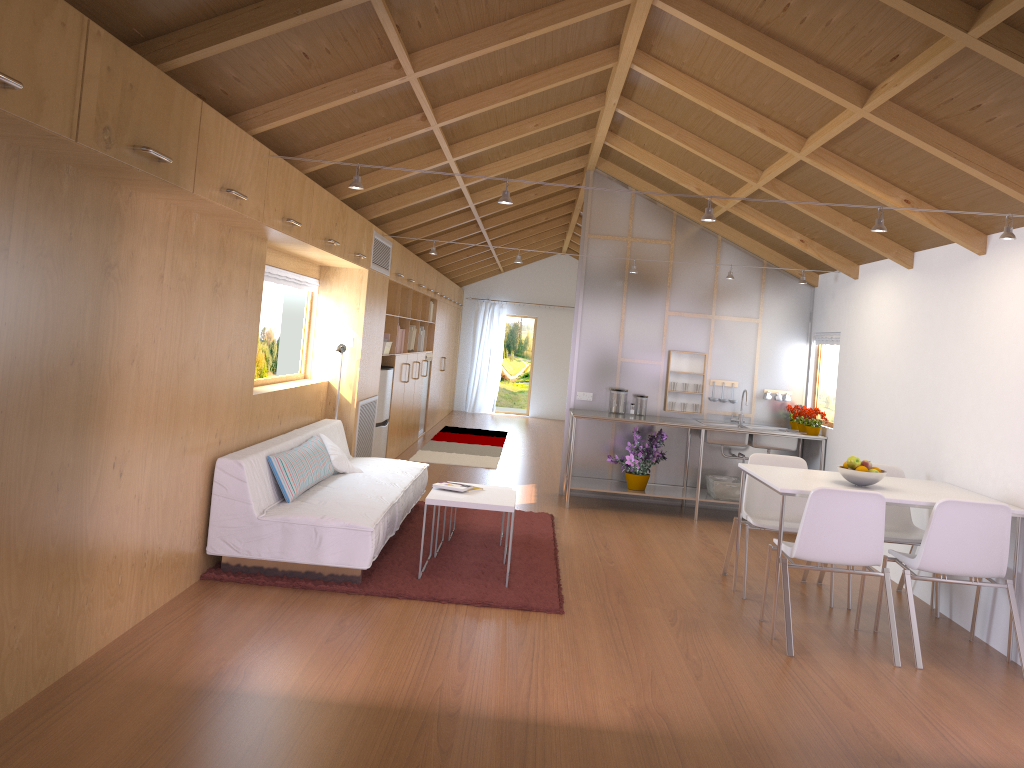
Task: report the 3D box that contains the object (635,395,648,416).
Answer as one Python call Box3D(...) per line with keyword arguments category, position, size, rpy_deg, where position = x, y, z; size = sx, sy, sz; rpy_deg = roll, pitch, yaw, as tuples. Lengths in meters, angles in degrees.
Box3D(category="object", position=(1.151, 0.191, 7.874), size=(0.113, 0.177, 0.113), rpy_deg=(5, 0, 22))

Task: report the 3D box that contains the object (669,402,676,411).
Box3D(category="object", position=(1.435, 0.199, 7.918), size=(0.061, 0.077, 0.061), rpy_deg=(5, 0, 14))

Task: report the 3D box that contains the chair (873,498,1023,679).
Box3D(category="chair", position=(2.175, 0.937, 4.368), size=(0.531, 0.787, 0.546), rpy_deg=(5, 0, 1))

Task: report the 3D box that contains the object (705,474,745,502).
Box3D(category="object", position=(1.823, 0.889, 7.545), size=(0.299, 0.159, 0.414), rpy_deg=(5, 2, 1))

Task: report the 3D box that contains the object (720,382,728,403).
Box3D(category="object", position=(1.899, 0.078, 7.908), size=(0.075, 0.183, 0.074), rpy_deg=(4, -1, 33))

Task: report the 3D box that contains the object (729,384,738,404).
Box3D(category="object", position=(1.985, 0.086, 7.906), size=(0.075, 0.183, 0.074), rpy_deg=(4, -1, 33))

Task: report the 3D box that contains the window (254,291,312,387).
Box3D(category="window", position=(-1.638, -0.403, 6.226), size=(0.035, 0.791, 1.496), rpy_deg=(5, 2, 1))

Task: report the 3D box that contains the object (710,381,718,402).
Box3D(category="object", position=(1.814, 0.070, 7.911), size=(0.075, 0.183, 0.074), rpy_deg=(4, -1, 33))

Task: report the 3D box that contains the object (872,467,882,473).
Box3D(category="object", position=(1.933, 0.475, 4.710), size=(0.067, 0.066, 0.068), rpy_deg=(4, 1, -44))

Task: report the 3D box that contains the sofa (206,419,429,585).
Box3D(category="sofa", position=(-1.086, 0.665, 5.631), size=(0.862, 0.629, 2.354), rpy_deg=(5, 3, 1))

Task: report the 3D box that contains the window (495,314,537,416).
Box3D(category="window", position=(-0.054, -0.356, 15.914), size=(0.874, 1.789, 0.025), rpy_deg=(5, -2, 2))

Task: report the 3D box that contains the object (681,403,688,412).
Box3D(category="object", position=(1.538, 0.208, 7.915), size=(0.061, 0.077, 0.061), rpy_deg=(5, 0, -25))

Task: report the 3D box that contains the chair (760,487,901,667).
Box3D(category="chair", position=(1.583, 0.884, 4.385), size=(0.531, 0.787, 0.546), rpy_deg=(5, 0, 1))

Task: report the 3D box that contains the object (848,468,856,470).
Box3D(category="object", position=(1.820, 0.478, 4.704), size=(0.080, 0.089, 0.078), rpy_deg=(5, 0, -39))

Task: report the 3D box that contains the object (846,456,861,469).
Box3D(category="object", position=(1.808, 0.416, 4.676), size=(0.070, 0.069, 0.077), rpy_deg=(5, 1, 2))

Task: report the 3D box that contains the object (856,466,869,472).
Box3D(category="object", position=(1.835, 0.463, 4.635), size=(0.067, 0.068, 0.068), rpy_deg=(5, 1, -23))

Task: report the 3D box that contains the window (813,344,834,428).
Box3D(category="window", position=(2.717, -0.040, 7.545), size=(0.026, 0.796, 0.724), rpy_deg=(5, 0, 1))

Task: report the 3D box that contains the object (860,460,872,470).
Box3D(category="object", position=(1.879, 0.436, 4.696), size=(0.063, 0.067, 0.061), rpy_deg=(5, 1, 40))

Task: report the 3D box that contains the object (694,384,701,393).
Box3D(category="object", position=(1.657, 0.040, 7.917), size=(0.061, 0.077, 0.061), rpy_deg=(5, 0, -25))

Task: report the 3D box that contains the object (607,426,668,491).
Box3D(category="object", position=(1.091, 0.625, 7.528), size=(0.524, 0.554, 0.351), rpy_deg=(5, 0, -7))

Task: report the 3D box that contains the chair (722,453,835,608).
Box3D(category="chair", position=(1.607, 0.840, 5.293), size=(0.531, 0.787, 0.546), rpy_deg=(5, 0, 1))

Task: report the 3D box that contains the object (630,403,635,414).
Box3D(category="object", position=(1.059, 0.217, 7.779), size=(0.037, 0.092, 0.037), rpy_deg=(5, -1, 16))

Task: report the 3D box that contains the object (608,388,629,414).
Box3D(category="object", position=(0.943, 0.152, 7.861), size=(0.172, 0.216, 0.171), rpy_deg=(5, 0, 15))

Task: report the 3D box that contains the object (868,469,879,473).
Box3D(category="object", position=(1.899, 0.481, 4.649), size=(0.070, 0.069, 0.077), rpy_deg=(5, 1, 2))

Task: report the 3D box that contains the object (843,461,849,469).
Box3D(category="object", position=(1.821, 0.448, 4.771), size=(0.067, 0.068, 0.068), rpy_deg=(5, 1, -23))

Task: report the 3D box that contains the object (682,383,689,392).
Box3D(category="object", position=(1.554, 0.031, 7.920), size=(0.061, 0.077, 0.061), rpy_deg=(5, 0, -25))

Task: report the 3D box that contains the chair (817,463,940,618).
Box3D(category="chair", position=(2.200, 0.893, 5.276), size=(0.531, 0.787, 0.546), rpy_deg=(5, 0, 1))

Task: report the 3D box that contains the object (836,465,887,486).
Box3D(category="object", position=(1.855, 0.495, 4.698), size=(0.256, 0.090, 0.254), rpy_deg=(7, 3, 44))

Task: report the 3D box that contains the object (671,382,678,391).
Box3D(category="object", position=(1.450, 0.022, 7.923), size=(0.061, 0.077, 0.061), rpy_deg=(5, 0, 14))

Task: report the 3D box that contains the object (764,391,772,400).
Box3D(category="object", position=(2.295, 0.103, 7.919), size=(0.059, 0.080, 0.062), rpy_deg=(5, 0, 2))

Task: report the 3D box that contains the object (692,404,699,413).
Box3D(category="object", position=(1.641, 0.217, 7.912), size=(0.061, 0.077, 0.061), rpy_deg=(5, 0, -25))

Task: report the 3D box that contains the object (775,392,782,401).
Box3D(category="object", position=(2.388, 0.113, 7.911), size=(0.059, 0.081, 0.062), rpy_deg=(5, 0, 9))
